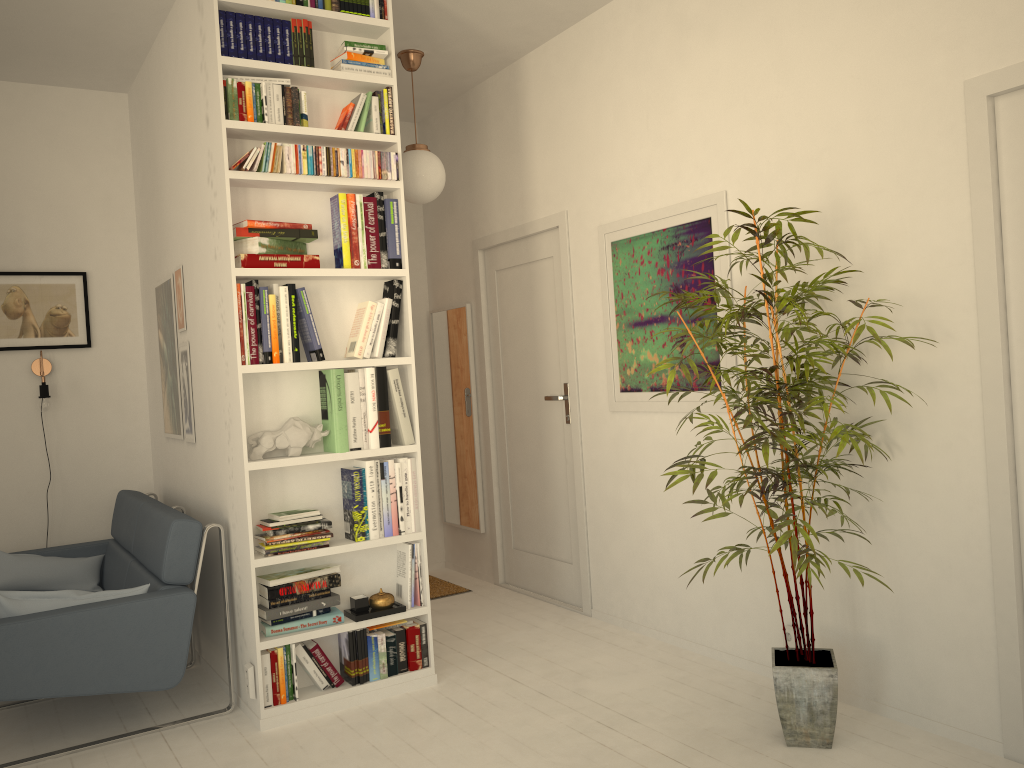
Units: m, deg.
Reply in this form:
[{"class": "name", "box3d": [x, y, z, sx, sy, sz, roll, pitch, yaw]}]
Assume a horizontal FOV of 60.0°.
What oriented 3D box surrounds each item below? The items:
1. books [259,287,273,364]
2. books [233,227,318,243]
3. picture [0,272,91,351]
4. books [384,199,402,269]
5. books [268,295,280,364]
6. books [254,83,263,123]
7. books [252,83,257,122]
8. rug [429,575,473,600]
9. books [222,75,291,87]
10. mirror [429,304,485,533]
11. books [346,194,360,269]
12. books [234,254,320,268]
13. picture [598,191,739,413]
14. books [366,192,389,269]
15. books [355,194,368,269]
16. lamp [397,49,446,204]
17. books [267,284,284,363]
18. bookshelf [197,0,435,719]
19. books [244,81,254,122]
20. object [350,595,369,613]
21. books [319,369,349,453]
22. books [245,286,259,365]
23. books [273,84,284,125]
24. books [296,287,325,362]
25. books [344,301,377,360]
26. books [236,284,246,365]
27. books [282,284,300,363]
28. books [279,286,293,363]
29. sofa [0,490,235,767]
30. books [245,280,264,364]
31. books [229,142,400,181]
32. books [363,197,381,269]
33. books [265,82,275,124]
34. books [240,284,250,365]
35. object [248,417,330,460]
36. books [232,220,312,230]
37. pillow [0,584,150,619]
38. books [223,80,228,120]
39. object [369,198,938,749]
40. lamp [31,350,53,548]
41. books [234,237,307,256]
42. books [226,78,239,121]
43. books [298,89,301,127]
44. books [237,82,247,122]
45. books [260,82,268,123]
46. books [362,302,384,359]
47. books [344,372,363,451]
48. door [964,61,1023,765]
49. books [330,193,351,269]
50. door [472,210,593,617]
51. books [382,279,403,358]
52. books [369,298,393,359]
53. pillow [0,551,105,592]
[{"class": "books", "box3d": [-0.965, -0.216, 3.386, 0.030, 0.289, 0.200, -4, 1, -32]}, {"class": "books", "box3d": [-0.937, -0.568, 3.437, 0.314, 0.035, 0.205, -4, 1, -32]}, {"class": "picture", "box3d": [-2.451, -0.378, 4.582, 0.481, 0.402, 0.015, -4, 1, -32]}, {"class": "books", "box3d": [-0.523, -0.605, 3.671, 0.054, 0.289, 0.179, -4, 1, -32]}, {"class": "books", "box3d": [-0.937, -0.202, 3.394, 0.024, 0.260, 0.199, -4, 1, -32]}, {"class": "books", "box3d": [-0.998, -1.046, 3.402, 0.024, 0.155, 0.188, -4, 1, -32]}, {"class": "books", "box3d": [-1.014, -1.042, 3.391, 0.013, 0.149, 0.208, -4, 1, -32]}, {"class": "rug", "box3d": [-0.773, 1.228, 5.094, 0.941, 0.002, 0.553, -4, 1, -32]}, {"class": "books", "box3d": [-0.994, -1.137, 3.405, 0.255, 0.022, 0.189, -4, 1, -21]}, {"class": "mirror", "box3d": [-0.346, 0.210, 5.498, 0.029, 1.370, 0.500, -4, 1, -32]}, {"class": "books", "box3d": [-0.675, -0.600, 3.593, 0.039, 0.302, 0.199, -4, 1, -32]}, {"class": "books", "box3d": [-0.919, -0.458, 3.420, 0.301, 0.056, 0.202, -4, 1, -32]}, {"class": "picture", "box3d": [0.651, -0.316, 3.842, 0.012, 0.877, 0.822, -4, 1, -32]}, {"class": "books", "box3d": [-0.565, -0.616, 3.647, 0.039, 0.317, 0.161, -4, 1, -32]}, {"class": "books", "box3d": [-0.645, -0.602, 3.605, 0.029, 0.301, 0.185, -4, 1, -32]}, {"class": "lamp", "box3d": [-0.492, -1.302, 4.522, 0.275, 0.767, 0.275, -4, 1, -37]}, {"class": "books", "box3d": [-0.929, -0.224, 3.420, 0.020, 0.304, 0.193, -4, 1, -32]}, {"class": "bookshelf", "box3d": [-0.770, -0.200, 3.520, 0.710, 2.900, 0.249, -4, 1, -32]}, {"class": "books", "box3d": [-1.022, -1.042, 3.369, 0.023, 0.152, 0.199, -4, 1, -32]}, {"class": "object", "box3d": [-0.608, 0.876, 3.533, 0.058, 0.055, 0.058, -4, 1, -32]}, {"class": "books", "box3d": [-0.723, 0.106, 3.526, 0.056, 0.328, 0.228, -4, 1, -32]}, {"class": "books", "box3d": [-1.010, -0.214, 3.360, 0.032, 0.291, 0.203, -4, 1, -32]}, {"class": "books", "box3d": [-0.934, -1.049, 3.433, 0.035, 0.158, 0.199, -4, 1, -32]}, {"class": "books", "box3d": [-0.818, -0.226, 3.477, 0.093, 0.288, 0.200, -4, 1, -32]}, {"class": "books", "box3d": [-0.615, -0.214, 3.577, 0.115, 0.232, 0.133, -4, 1, -32]}, {"class": "books", "box3d": [-1.053, -0.216, 3.349, 0.021, 0.301, 0.222, -4, 1, -32]}, {"class": "books", "box3d": [-0.867, -0.230, 3.433, 0.033, 0.306, 0.150, -4, 1, -32]}, {"class": "books", "box3d": [-0.899, -0.221, 3.422, 0.032, 0.291, 0.189, -4, 1, -32]}, {"class": "sofa", "box3d": [-1.879, 0.932, 3.793, 0.964, 0.773, 1.602, -4, 1, -32]}, {"class": "books", "box3d": [-0.988, -0.228, 3.374, 0.021, 0.317, 0.179, -4, 1, -32]}, {"class": "books", "box3d": [-0.810, -0.852, 3.512, 0.665, 0.110, 0.278, -4, 1, -32]}, {"class": "books", "box3d": [-0.604, -0.600, 3.623, 0.059, 0.291, 0.182, -4, 1, -32]}, {"class": "books", "box3d": [-0.965, -1.049, 3.423, 0.028, 0.159, 0.222, -4, 1, -32]}, {"class": "books", "box3d": [-1.035, -0.217, 3.354, 0.015, 0.301, 0.207, -4, 1, -32]}, {"class": "object", "box3d": [-0.857, 0.203, 3.403, 0.311, 0.150, 0.137, -4, 1, -24]}, {"class": "books", "box3d": [-0.942, -0.597, 3.426, 0.266, 0.026, 0.203, -4, 1, -42]}, {"class": "pillow", "box3d": [-1.595, 0.866, 3.211, 0.534, 0.353, 0.141, -4, 1, -32]}, {"class": "books", "box3d": [-1.109, -1.037, 3.346, 0.019, 0.156, 0.205, -4, 1, -32]}, {"class": "object", "box3d": [0.425, 0.324, 3.190, 2.088, 1.711, 0.778, -3, 1, 39]}, {"class": "lamp", "box3d": [-2.473, 0.542, 4.465, 0.360, 1.416, 0.112, -4, 1, -32]}, {"class": "books", "box3d": [-0.929, -0.517, 3.426, 0.128, 0.064, 0.268, -3, 1, 29]}, {"class": "books", "box3d": [-1.073, -1.041, 3.339, 0.034, 0.162, 0.197, -4, 1, -32]}, {"class": "books", "box3d": [-0.859, -1.056, 3.474, 0.016, 0.158, 0.146, -4, 1, -32]}, {"class": "books", "box3d": [-1.048, -1.038, 3.358, 0.030, 0.149, 0.202, -4, 1, -32]}, {"class": "books", "box3d": [-0.974, -1.046, 3.398, 0.012, 0.155, 0.208, -4, 1, -32]}, {"class": "books", "box3d": [-0.588, -0.213, 3.602, 0.105, 0.225, 0.138, -4, 1, -32]}, {"class": "books", "box3d": [-0.673, 0.113, 3.561, 0.065, 0.311, 0.199, -4, 1, -32]}, {"class": "door", "box3d": [1.717, 0.095, 2.282, 0.166, 2.033, 0.955, -4, 1, -32]}, {"class": "books", "box3d": [-0.708, -0.601, 3.579, 0.032, 0.300, 0.200, -4, 1, -32]}, {"class": "door", "box3d": [0.133, 0.156, 4.858, 0.166, 2.033, 0.955, -4, 1, -32]}, {"class": "books", "box3d": [-0.518, -0.264, 3.664, 0.092, 0.319, 0.179, -4, 1, -32]}, {"class": "books", "box3d": [-0.563, -0.222, 3.644, 0.092, 0.244, 0.196, -4, 1, -32]}, {"class": "pillow", "box3d": [-2.259, 0.902, 4.301, 0.540, 0.277, 0.157, -4, 1, -30]}]
